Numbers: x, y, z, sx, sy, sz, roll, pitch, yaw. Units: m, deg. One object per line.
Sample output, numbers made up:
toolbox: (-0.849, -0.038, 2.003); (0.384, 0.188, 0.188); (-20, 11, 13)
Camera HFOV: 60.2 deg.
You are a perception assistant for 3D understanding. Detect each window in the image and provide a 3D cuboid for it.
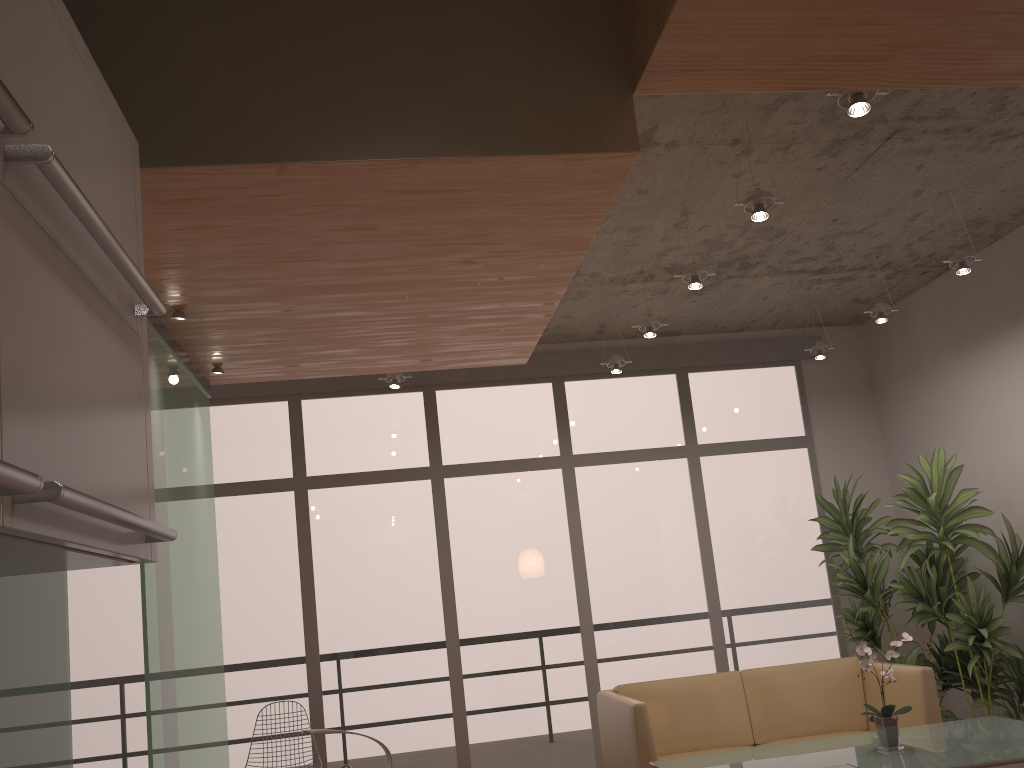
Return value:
window: (-1.495, 1.494, 6.456); (8.542, 3.233, 0.063); (-4, -9, -8)

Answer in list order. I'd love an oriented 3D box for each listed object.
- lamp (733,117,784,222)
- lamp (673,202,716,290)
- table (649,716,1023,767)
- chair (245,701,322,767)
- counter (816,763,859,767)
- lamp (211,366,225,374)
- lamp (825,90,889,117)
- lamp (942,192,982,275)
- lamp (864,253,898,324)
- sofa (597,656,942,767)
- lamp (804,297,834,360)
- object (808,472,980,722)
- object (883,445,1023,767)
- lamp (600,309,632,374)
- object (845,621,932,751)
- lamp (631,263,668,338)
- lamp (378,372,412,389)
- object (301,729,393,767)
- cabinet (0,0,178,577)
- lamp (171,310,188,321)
lamp: (1.049, -0.944, 3.838); (0.198, 0.475, 0.136); (2, -12, -41)
lamp: (0.938, -0.733, 4.640); (0.198, 0.475, 0.136); (2, -12, -41)
table: (1.692, 1.955, 3.997); (1.866, 0.551, 0.958); (-4, -13, -8)
chair: (-1.514, 2.565, 5.789); (0.542, 0.887, 0.571); (-5, -10, -9)
counter: (0.710, 0.009, 0.875); (3.209, 1.327, 3.128); (-4, -13, -9)
lamp: (-1.377, -0.275, 4.109); (0.102, 0.463, 0.156); (0, -11, -36)
lamp: (1.160, -1.155, 3.035); (0.198, 0.475, 0.136); (2, -12, -41)
lamp: (2.447, -0.838, 4.858); (0.198, 0.475, 0.136); (2, -12, -41)
lamp: (2.336, -0.627, 5.661); (0.198, 0.475, 0.136); (2, -12, -41)
sofa: (1.514, 2.149, 5.272); (1.797, 0.825, 0.896); (-4, -12, -8)
lamp: (2.225, -0.417, 6.463); (0.198, 0.475, 0.136); (2, -12, -41)
object: (2.808, 1.627, 6.297); (1.084, 2.073, 0.978); (-8, -10, 9)
object: (2.913, 1.452, 5.637); (0.968, 2.073, 1.096); (-7, -10, 4)
lamp: (0.717, -0.312, 6.245); (0.198, 0.475, 0.136); (2, -12, -41)
object: (1.718, 1.384, 4.068); (0.297, 0.581, 0.378); (-4, -11, -14)
lamp: (0.827, -0.523, 5.442); (0.198, 0.475, 0.136); (2, -12, -41)
lamp: (-0.811, -0.206, 6.023); (0.198, 0.475, 0.136); (2, -12, -41)
object: (-0.352, 0.827, 1.728); (0.263, 0.300, 0.266); (-8, -11, 7)
cabinet: (0.191, 0.283, 0.138); (1.910, 2.239, 4.328); (-4, -13, -9)
lamp: (-1.274, -0.470, 3.363); (0.102, 0.463, 0.156); (0, -11, -36)
